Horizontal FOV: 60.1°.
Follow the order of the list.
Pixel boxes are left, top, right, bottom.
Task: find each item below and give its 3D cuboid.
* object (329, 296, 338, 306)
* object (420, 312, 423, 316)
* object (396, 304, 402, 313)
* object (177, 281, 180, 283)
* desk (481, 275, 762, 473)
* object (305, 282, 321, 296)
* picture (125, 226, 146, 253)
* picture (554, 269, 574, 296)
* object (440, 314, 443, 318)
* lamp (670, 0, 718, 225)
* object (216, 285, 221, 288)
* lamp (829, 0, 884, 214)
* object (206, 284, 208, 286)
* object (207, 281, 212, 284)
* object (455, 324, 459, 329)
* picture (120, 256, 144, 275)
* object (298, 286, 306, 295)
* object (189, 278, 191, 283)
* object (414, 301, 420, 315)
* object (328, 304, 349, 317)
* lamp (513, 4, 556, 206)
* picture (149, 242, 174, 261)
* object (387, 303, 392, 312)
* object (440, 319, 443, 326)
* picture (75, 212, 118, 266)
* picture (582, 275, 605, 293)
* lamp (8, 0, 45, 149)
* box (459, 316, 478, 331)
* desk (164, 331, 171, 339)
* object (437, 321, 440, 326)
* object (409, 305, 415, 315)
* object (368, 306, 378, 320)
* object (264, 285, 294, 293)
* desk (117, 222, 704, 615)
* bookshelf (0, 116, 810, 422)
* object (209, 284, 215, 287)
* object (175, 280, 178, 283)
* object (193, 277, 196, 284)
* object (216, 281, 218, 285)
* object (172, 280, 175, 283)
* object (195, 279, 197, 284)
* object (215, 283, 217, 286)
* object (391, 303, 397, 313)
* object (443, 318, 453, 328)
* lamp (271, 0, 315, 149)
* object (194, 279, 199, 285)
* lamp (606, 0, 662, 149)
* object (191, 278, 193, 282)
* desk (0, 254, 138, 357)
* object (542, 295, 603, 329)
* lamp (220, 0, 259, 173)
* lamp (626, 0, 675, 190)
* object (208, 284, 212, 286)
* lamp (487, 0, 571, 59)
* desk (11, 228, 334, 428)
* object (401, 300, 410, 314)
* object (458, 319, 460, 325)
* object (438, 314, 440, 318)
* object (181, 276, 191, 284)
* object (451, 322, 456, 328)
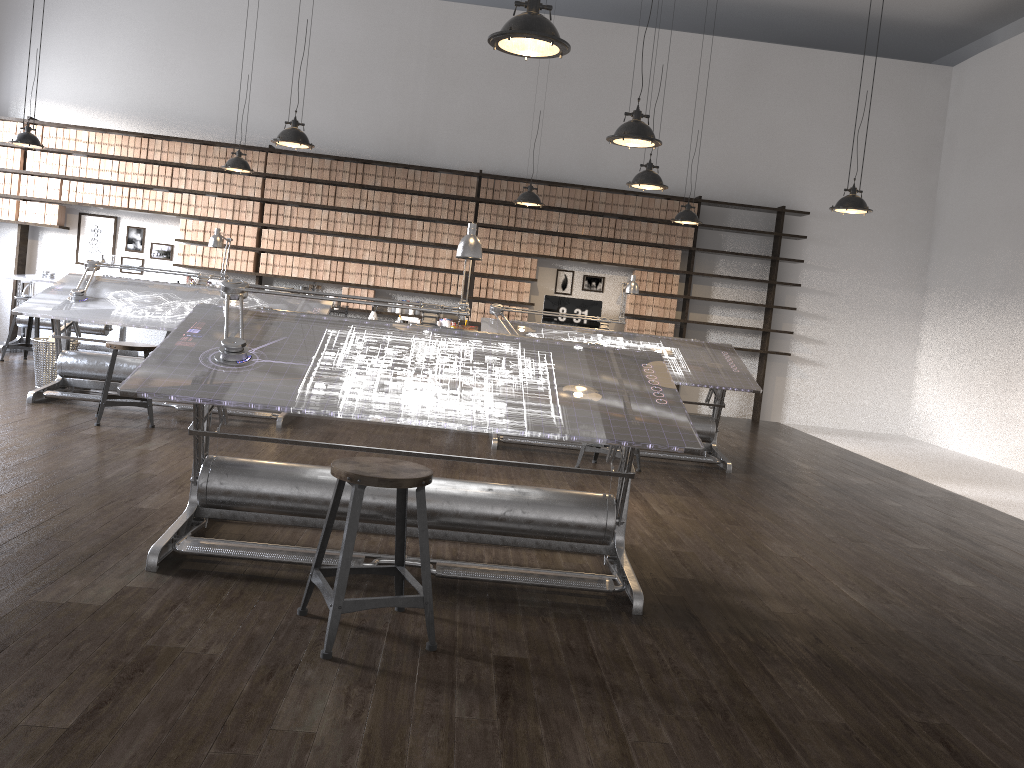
[{"bbox_3d":[-1.991,-0.927,9.864,0.095,0.128,0.094,6,3,3],"label":"object"},{"bbox_3d":[-1.001,-0.823,9.939,0.061,0.119,0.062,4,4,-35],"label":"object"},{"bbox_3d":[-1.259,-0.843,9.851,0.062,0.119,0.062,3,4,-44],"label":"object"},{"bbox_3d":[-3.625,-1.005,9.597,0.069,0.229,0.068,6,3,-7],"label":"object"},{"bbox_3d":[0.770,-0.178,6.887,2.068,1.383,1.080,6,4,-3],"label":"desk"},{"bbox_3d":[-2.216,-1.030,9.886,0.181,0.271,0.157,5,3,-19],"label":"object"},{"bbox_3d":[-4.204,-1.613,9.885,0.201,0.284,0.022,6,2,-4],"label":"picture"},{"bbox_3d":[0.601,-1.167,10.170,0.201,0.284,0.022,6,2,-4],"label":"picture"},{"bbox_3d":[-0.802,-0.796,9.988,0.062,0.095,0.062,8,4,28],"label":"object"},{"bbox_3d":[1.827,-2.693,8.608,0.311,2.247,0.313,7,3,21],"label":"lamp"},{"bbox_3d":[-3.249,-1.046,9.792,0.062,0.094,0.062,5,3,-18],"label":"object"},{"bbox_3d":[2.666,-2.412,6.599,0.310,2.247,0.314,5,3,-24],"label":"lamp"},{"bbox_3d":[-3.378,-1.056,9.748,0.062,0.094,0.062,5,3,-18],"label":"object"},{"bbox_3d":[-3.396,-1.081,9.858,0.095,0.128,0.094,8,4,27],"label":"object"},{"bbox_3d":[-0.619,-0.613,9.727,0.060,0.088,0.059,6,3,1],"label":"object"},{"bbox_3d":[-4.246,-1.323,9.895,0.251,0.183,0.023,6,2,-3],"label":"picture"},{"bbox_3d":[-2.367,-1.005,9.957,0.078,0.188,0.079,5,3,-25],"label":"object"},{"bbox_3d":[-3.443,-1.044,9.528,0.071,0.186,0.008,6,2,-3],"label":"object"},{"bbox_3d":[-1.073,-0.850,9.966,0.094,0.161,0.206,6,4,-2],"label":"object"},{"bbox_3d":[-1.887,-0.776,9.598,0.203,0.160,0.285,6,5,-4],"label":"object"},{"bbox_3d":[0.284,-2.854,8.516,0.311,2.247,0.313,7,3,21],"label":"lamp"},{"bbox_3d":[-3.919,-1.481,9.905,0.251,0.183,0.023,6,2,-3],"label":"picture"},{"bbox_3d":[-1.364,-0.863,9.937,0.062,0.119,0.062,9,4,37],"label":"object"},{"bbox_3d":[-0.760,-0.655,9.800,0.095,0.128,0.094,6,3,-7],"label":"object"},{"bbox_3d":[-4.624,-1.598,9.851,0.415,0.573,0.040,6,2,-3],"label":"picture"},{"bbox_3d":[0.935,-1.153,10.188,0.251,0.183,0.023,6,2,-3],"label":"picture"},{"bbox_3d":[-4.413,-3.344,8.230,0.310,2.247,0.314,5,3,-24],"label":"lamp"},{"bbox_3d":[-0.471,-0.658,9.694,0.212,0.207,0.138,6,3,-3],"label":"box"},{"bbox_3d":[-2.967,-0.465,9.457,1.667,0.668,0.658,6,4,-3],"label":"desk"},{"bbox_3d":[-0.818,-0.639,9.703,0.062,0.094,0.062,3,5,-44],"label":"object"},{"bbox_3d":[-1.115,-0.829,9.863,0.061,0.119,0.062,4,4,-35],"label":"object"},{"bbox_3d":[-1.523,-0.774,9.743,0.102,0.209,0.101,9,4,41],"label":"object"},{"bbox_3d":[-2.596,-1.009,9.856,0.317,0.152,0.193,6,4,-4],"label":"object"},{"bbox_3d":[-0.357,0.005,3.631,2.068,1.383,1.080,6,4,-3],"label":"desk"},{"bbox_3d":[-1.361,-0.895,9.993,9.172,3.201,0.374,6,2,-3],"label":"bookshelf"},{"bbox_3d":[-3.310,-1.050,9.767,0.062,0.093,0.063,5,3,-18],"label":"object"},{"bbox_3d":[-3.620,-1.000,9.512,0.069,0.237,0.068,6,3,-7],"label":"object"},{"bbox_3d":[-3.426,-1.053,9.518,0.055,0.213,0.007,8,3,32],"label":"object"},{"bbox_3d":[-3.290,-1.075,9.840,0.030,0.133,0.004,7,3,19],"label":"object"},{"bbox_3d":[-3.616,-0.989,9.441,0.069,0.229,0.068,6,3,-7],"label":"object"},{"bbox_3d":[-3.424,-1.049,9.533,0.055,0.192,0.006,6,2,-5],"label":"object"},{"bbox_3d":[-3.299,-1.076,9.838,0.036,0.117,0.005,7,3,18],"label":"object"},{"bbox_3d":[-1.316,-0.853,9.891,0.063,0.118,0.063,9,4,37],"label":"object"},{"bbox_3d":[-0.706,-0.645,9.696,0.105,0.141,0.104,7,3,4],"label":"object"},{"bbox_3d":[-1.462,-2.842,6.352,0.311,2.247,0.313,7,3,17],"label":"lamp"},{"bbox_3d":[-3.488,-1.097,9.812,0.070,0.130,0.070,8,4,34],"label":"object"},{"bbox_3d":[0.799,-2.448,4.872,0.311,2.260,0.313,7,3,21],"label":"lamp"},{"bbox_3d":[-3.558,-1.105,9.806,0.050,0.139,0.051,6,3,-6],"label":"object"},{"bbox_3d":[-4.563,-0.848,9.320,1.268,1.095,1.075,6,4,-4],"label":"desk"},{"bbox_3d":[0.648,-0.692,9.772,0.643,0.517,0.205,6,3,-3],"label":"object"},{"bbox_3d":[-2.480,-3.143,8.350,0.310,2.247,0.314,5,3,-24],"label":"lamp"},{"bbox_3d":[1.123,-2.573,6.507,0.311,2.247,0.313,7,3,21],"label":"lamp"},{"bbox_3d":[-3.394,-1.027,9.660,0.077,0.146,0.345,7,5,19],"label":"object"},{"bbox_3d":[0.186,-2.369,3.252,0.310,2.247,0.314,5,3,-24],"label":"lamp"},{"bbox_3d":[-2.557,-0.525,6.688,2.279,1.383,1.080,6,4,-3],"label":"desk"},{"bbox_3d":[-1.200,-0.862,9.947,0.095,0.161,0.094,6,3,-7],"label":"object"},{"bbox_3d":[-0.590,-0.643,9.723,0.033,0.147,0.005,6,2,-4],"label":"object"},{"bbox_3d":[-0.833,-0.793,9.925,0.063,0.094,0.062,8,4,28],"label":"object"},{"bbox_3d":[-3.585,-1.118,9.731,0.106,0.176,0.108,6,3,-2],"label":"object"},{"bbox_3d":[-0.639,-0.621,9.661,0.049,0.111,0.049,6,3,0],"label":"object"}]
